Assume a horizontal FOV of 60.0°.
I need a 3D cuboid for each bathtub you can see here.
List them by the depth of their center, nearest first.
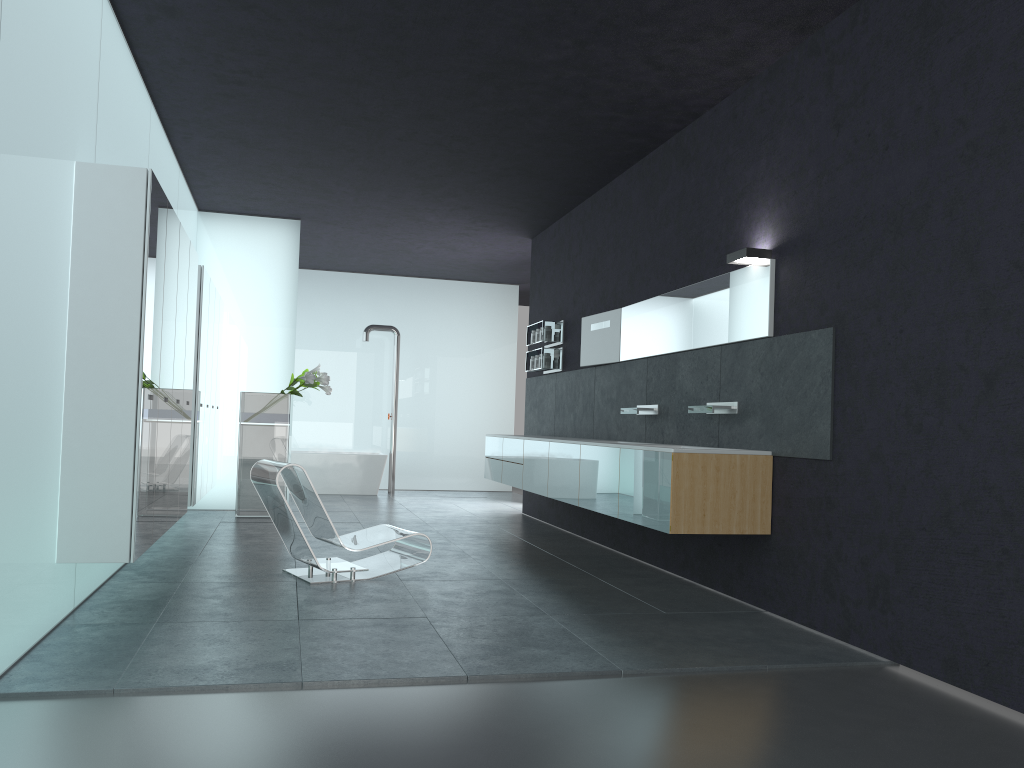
[{"bbox_3d":[-3.095,1.356,14.605,1.978,0.858,0.961,3,-2,-14],"label":"bathtub"}]

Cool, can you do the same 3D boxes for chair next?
[{"bbox_3d":[-1.315,1.037,6.852,1.262,0.870,0.629,3,-2,-33],"label":"chair"}]

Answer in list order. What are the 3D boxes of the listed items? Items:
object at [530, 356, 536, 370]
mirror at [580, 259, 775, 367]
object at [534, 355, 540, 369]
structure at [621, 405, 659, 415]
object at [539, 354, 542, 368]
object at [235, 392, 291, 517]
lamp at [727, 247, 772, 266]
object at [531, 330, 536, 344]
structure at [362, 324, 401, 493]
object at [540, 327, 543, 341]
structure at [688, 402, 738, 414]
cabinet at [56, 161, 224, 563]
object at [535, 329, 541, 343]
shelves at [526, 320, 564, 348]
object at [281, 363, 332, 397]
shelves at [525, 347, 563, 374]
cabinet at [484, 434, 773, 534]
[{"bbox_3d":[0.277,-0.258,11.256,0.096,0.184,0.068,3,-2,-23],"label":"object"},{"bbox_3d":[1.303,-0.520,7.845,0.109,0.532,3.724,2,-3,-16],"label":"mirror"},{"bbox_3d":[0.330,-0.266,11.048,0.096,0.184,0.068,2,-2,-5],"label":"object"},{"bbox_3d":[1.143,0.231,8.018,0.186,0.088,0.482,3,-3,-14],"label":"structure"},{"bbox_3d":[0.376,-0.273,10.866,0.096,0.184,0.068,2,-2,-16],"label":"object"},{"bbox_3d":[-3.043,0.858,10.870,0.585,1.490,0.575,2,-2,-14],"label":"object"},{"bbox_3d":[1.660,-0.892,6.214,0.198,0.066,0.277,3,-3,-14],"label":"lamp"},{"bbox_3d":[0.288,-0.585,11.265,0.096,0.184,0.068,3,-2,-23],"label":"object"},{"bbox_3d":[-2.228,0.444,14.839,0.643,2.870,0.123,2,-2,-15],"label":"structure"},{"bbox_3d":[0.388,-0.600,10.874,0.096,0.184,0.068,2,-2,-16],"label":"object"},{"bbox_3d":[1.492,0.177,6.643,0.186,0.088,0.482,3,-3,-14],"label":"structure"},{"bbox_3d":[-3.001,-0.005,7.828,0.398,2.214,6.007,2,-3,-14],"label":"cabinet"},{"bbox_3d":[0.341,-0.593,11.057,0.096,0.184,0.068,2,-2,-5],"label":"object"},{"bbox_3d":[0.406,-0.616,11.006,0.265,0.285,0.770,3,-3,-14],"label":"shelves"},{"bbox_3d":[-2.710,0.097,10.812,1.024,0.779,0.974,3,-2,-22],"label":"object"},{"bbox_3d":[0.394,-0.289,10.997,0.265,0.285,0.770,3,-3,-14],"label":"shelves"},{"bbox_3d":[0.702,0.820,8.574,0.734,0.556,5.585,3,-3,-14],"label":"cabinet"}]
